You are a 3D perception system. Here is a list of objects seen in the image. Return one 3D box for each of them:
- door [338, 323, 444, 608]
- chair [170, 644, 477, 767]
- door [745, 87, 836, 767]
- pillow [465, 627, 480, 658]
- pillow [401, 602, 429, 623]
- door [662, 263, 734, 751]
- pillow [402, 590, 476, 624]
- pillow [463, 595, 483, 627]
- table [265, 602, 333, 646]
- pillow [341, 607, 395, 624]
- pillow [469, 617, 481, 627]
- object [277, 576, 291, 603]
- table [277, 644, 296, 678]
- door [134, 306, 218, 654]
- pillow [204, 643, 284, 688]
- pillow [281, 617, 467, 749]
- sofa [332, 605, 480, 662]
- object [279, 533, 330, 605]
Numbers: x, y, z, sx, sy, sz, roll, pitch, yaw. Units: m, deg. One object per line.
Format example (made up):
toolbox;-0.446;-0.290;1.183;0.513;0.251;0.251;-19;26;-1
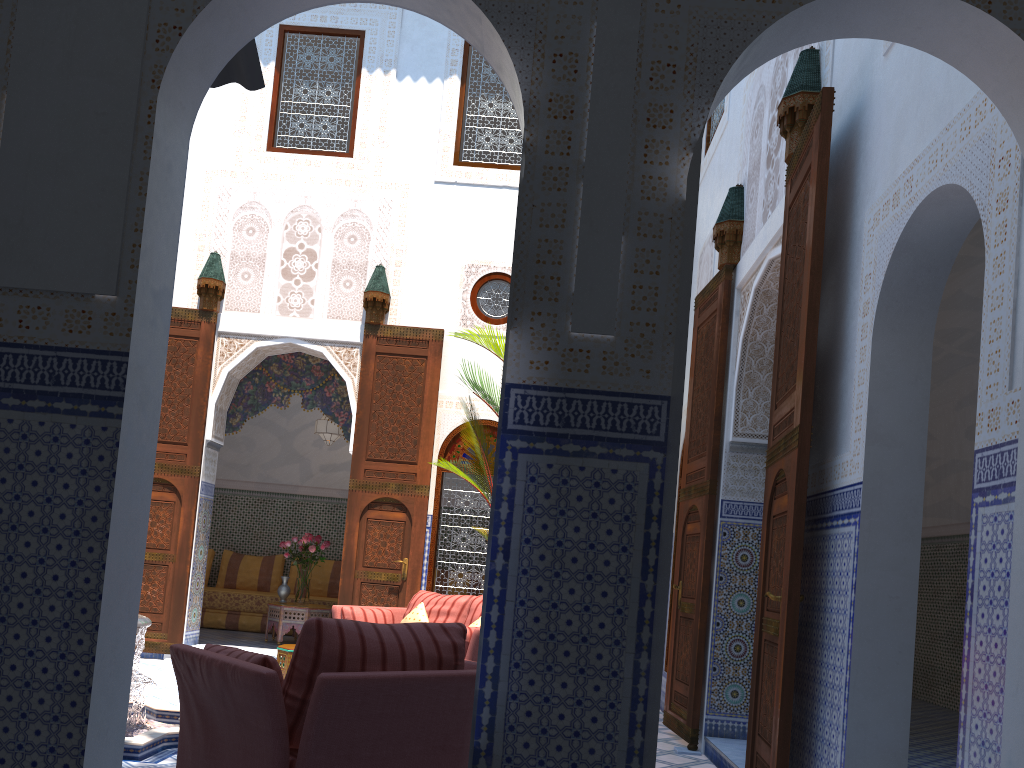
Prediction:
door;-0.886;0.825;6.250;0.583;2.491;0.125;5;-3;1
chair;-0.519;1.082;2.614;0.824;0.535;0.728;14;-12;-43
door;0.975;0.318;3.122;0.123;2.491;0.590;5;-4;7
pillow;-0.170;1.381;4.571;0.402;0.240;0.187;14;-11;-42
pillow;-0.577;1.434;5.211;0.132;0.274;0.303;8;-8;-32
door;1.006;0.672;4.767;0.124;2.491;0.588;5;-4;-3
pillow;-0.456;1.463;5.362;0.305;0.375;0.583;11;-11;-42
pillow;-0.071;1.403;4.958;0.560;0.397;0.310;-3;-11;42
table;-1.750;2.000;7.285;0.537;0.319;0.548;5;-10;2
pillow;-0.865;1.478;5.289;0.385;0.250;0.188;13;-10;-42
pillow;-0.225;1.390;4.803;0.148;0.255;0.285;5;-8;1
object;-1.894;1.709;7.284;0.106;0.211;0.108;4;-5;7
table;-1.159;1.622;4.857;0.293;0.321;0.289;12;-10;-43
door;-2.526;0.687;6.267;0.583;2.491;0.124;5;-3;-4
pillow;-0.799;0.906;2.602;0.190;0.240;0.397;11;-11;-42
pillow;-0.402;0.860;2.517;0.590;0.375;0.301;14;-11;-43
sofa;-0.395;1.613;5.051;0.743;0.534;1.366;13;-14;-42
object;-1.737;1.531;7.279;0.446;0.590;0.340;2;-6;28
